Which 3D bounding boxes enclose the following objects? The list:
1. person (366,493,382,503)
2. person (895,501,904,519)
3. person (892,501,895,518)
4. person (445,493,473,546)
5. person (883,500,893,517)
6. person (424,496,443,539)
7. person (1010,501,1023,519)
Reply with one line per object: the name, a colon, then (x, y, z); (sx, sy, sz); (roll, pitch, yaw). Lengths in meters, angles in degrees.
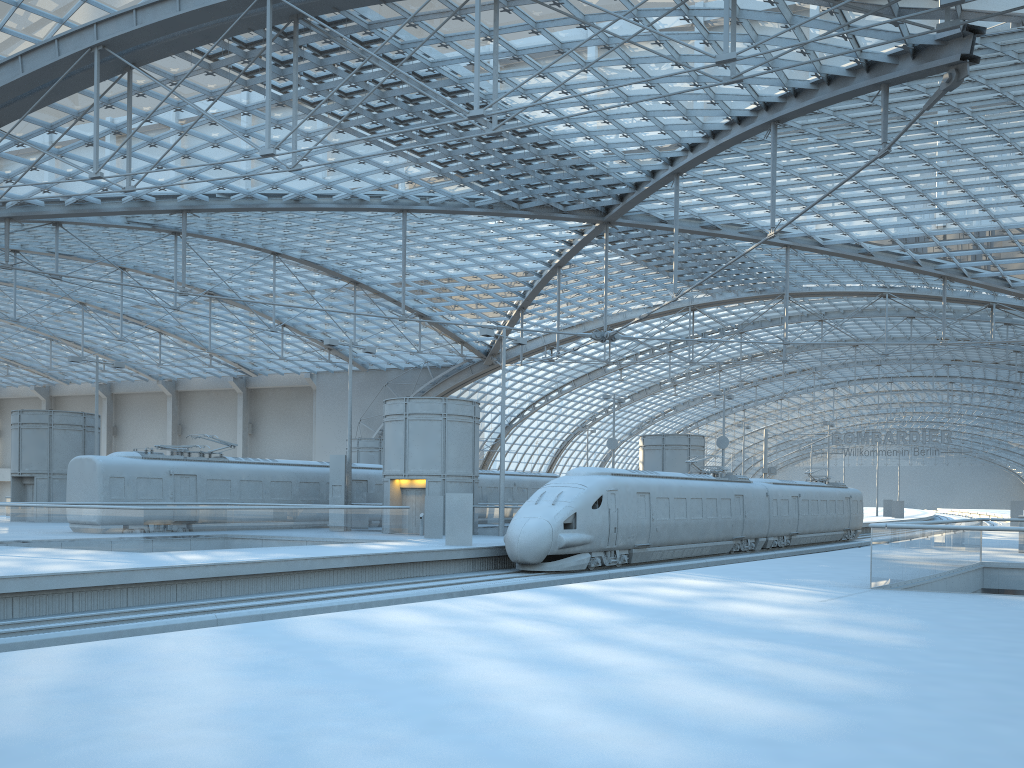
person: (-6.390, 5.936, 40.981); (0.827, 1.734, 0.001); (1, 0, 9)
person: (36.549, 11.877, 82.879); (0.827, 1.734, 0.001); (0, 0, 35)
person: (37.796, 12.322, 86.341); (0.875, 1.707, 0.001); (0, 0, 35)
person: (-1.659, 4.323, 27.904); (0.875, 1.708, 0.001); (1, 0, 9)
person: (38.762, 12.843, 90.812); (0.900, 1.801, 0.001); (0, 0, 30)
person: (-2.865, 4.911, 32.281); (0.710, 1.614, 0.001); (1, 0, 14)
person: (34.235, 8.808, 59.513); (0.001, 1.801, 0.901); (1, -1, -30)
